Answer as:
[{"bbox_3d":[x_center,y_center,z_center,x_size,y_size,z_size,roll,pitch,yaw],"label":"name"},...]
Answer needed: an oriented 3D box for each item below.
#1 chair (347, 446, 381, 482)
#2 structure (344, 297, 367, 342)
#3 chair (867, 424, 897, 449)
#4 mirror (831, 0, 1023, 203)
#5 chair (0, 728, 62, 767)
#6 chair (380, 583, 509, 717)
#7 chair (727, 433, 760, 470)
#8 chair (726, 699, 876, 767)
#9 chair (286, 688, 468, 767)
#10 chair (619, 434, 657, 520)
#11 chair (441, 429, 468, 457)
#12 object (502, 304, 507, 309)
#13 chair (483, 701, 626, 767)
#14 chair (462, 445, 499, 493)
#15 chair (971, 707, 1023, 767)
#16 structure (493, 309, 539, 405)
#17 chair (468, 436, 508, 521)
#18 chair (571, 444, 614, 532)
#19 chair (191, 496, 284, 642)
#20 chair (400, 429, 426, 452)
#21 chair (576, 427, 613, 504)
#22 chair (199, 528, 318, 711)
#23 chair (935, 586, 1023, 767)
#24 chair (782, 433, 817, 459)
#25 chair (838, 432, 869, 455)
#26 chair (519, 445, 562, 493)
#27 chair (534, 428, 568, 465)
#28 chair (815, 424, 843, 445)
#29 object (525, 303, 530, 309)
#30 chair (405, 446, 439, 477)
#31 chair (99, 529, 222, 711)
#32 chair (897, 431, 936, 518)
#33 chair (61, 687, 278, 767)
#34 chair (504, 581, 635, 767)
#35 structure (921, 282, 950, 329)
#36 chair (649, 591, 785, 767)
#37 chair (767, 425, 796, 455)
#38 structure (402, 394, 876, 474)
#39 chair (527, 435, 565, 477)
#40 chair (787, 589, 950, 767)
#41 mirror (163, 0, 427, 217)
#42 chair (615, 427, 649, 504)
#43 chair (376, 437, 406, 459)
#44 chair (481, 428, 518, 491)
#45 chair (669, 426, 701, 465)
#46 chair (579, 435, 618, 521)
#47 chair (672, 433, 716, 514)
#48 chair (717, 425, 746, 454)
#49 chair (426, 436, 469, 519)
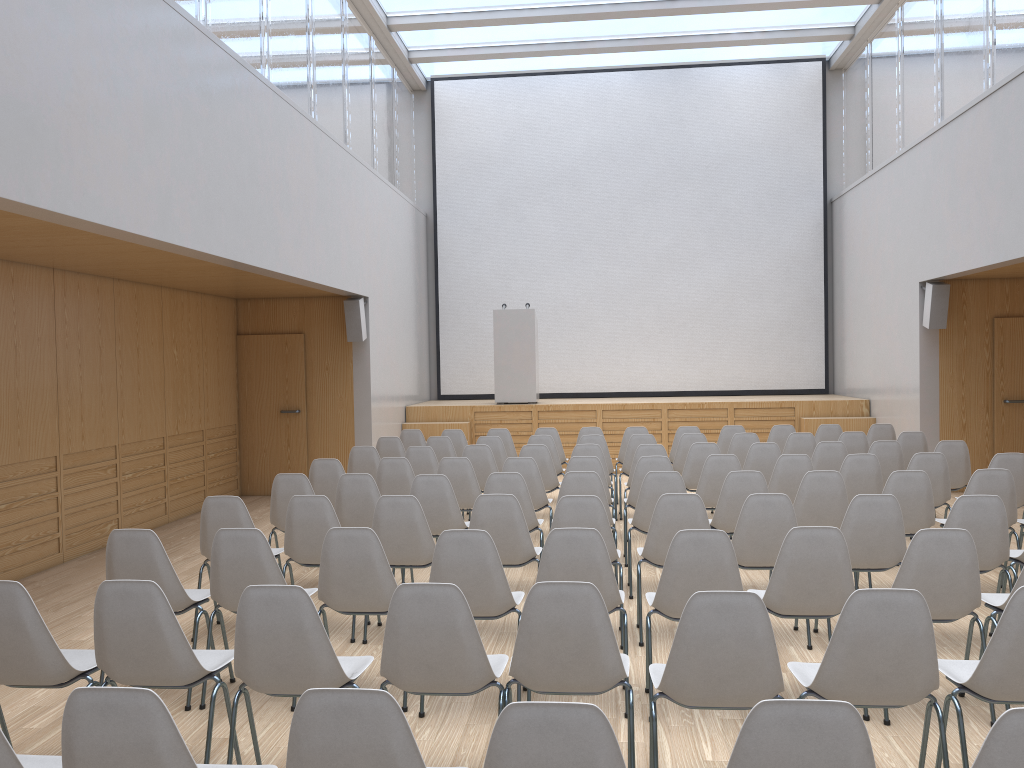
[{"bbox_3d":[-1.340,1.003,8.453,0.479,0.876,0.505,-1,2,6],"label":"chair"},{"bbox_3d":[-1.907,-0.786,10.836,0.196,0.542,0.368,-1,2,6],"label":"structure"},{"bbox_3d":[4.058,0.862,9.905,0.479,0.876,0.505,-1,2,6],"label":"chair"},{"bbox_3d":[4.309,-3.699,5.238,0.253,2.090,17.825,-1,1,6],"label":"mirror"},{"bbox_3d":[-1.394,1.157,2.442,0.479,0.876,0.505,-1,2,6],"label":"chair"},{"bbox_3d":[-0.257,1.113,3.304,0.479,0.876,0.505,-1,2,6],"label":"chair"},{"bbox_3d":[2.354,0.916,9.071,0.479,0.876,0.505,-1,2,6],"label":"chair"},{"bbox_3d":[0.676,1.123,2.207,0.479,0.876,0.505,-1,2,6],"label":"chair"},{"bbox_3d":[-0.352,1.140,2.328,0.479,0.876,0.505,-1,2,6],"label":"chair"},{"bbox_3d":[1.344,0.933,9.171,0.479,0.876,0.505,-1,2,6],"label":"chair"},{"bbox_3d":[-0.638,0.943,10.292,0.479,0.876,0.505,-1,2,6],"label":"chair"},{"bbox_3d":[-0.105,-1.039,13.061,0.166,0.305,0.252,-2,2,-22],"label":"object"},{"bbox_3d":[0.122,1.133,2.221,0.479,0.876,0.505,-1,2,6],"label":"chair"},{"bbox_3d":[-0.285,0.985,8.358,0.479,0.876,0.505,-1,2,6],"label":"chair"},{"bbox_3d":[1.184,1.115,2.136,0.479,0.876,0.505,-1,2,6],"label":"chair"},{"bbox_3d":[0.069,-0.401,13.128,0.605,1.379,0.605,-1,2,6],"label":"structure"},{"bbox_3d":[-0.199,0.960,9.285,0.479,0.876,0.505,-1,2,6],"label":"chair"},{"bbox_3d":[0.710,0.970,8.230,0.479,0.876,0.505,-1,2,6],"label":"chair"},{"bbox_3d":[-1.661,1.086,5.453,0.479,0.876,0.505,-1,2,6],"label":"chair"},{"bbox_3d":[-1.121,0.949,10.422,0.479,0.876,0.505,-1,2,6],"label":"chair"},{"bbox_3d":[0.921,0.914,10.246,0.479,0.876,0.505,-1,2,6],"label":"chair"},{"bbox_3d":[-1.244,1.104,4.407,0.479,0.876,0.505,-1,2,6],"label":"chair"},{"bbox_3d":[1.776,1.079,3.120,0.479,0.876,0.505,-1,2,6],"label":"chair"},{"bbox_3d":[2.879,0.909,8.977,0.479,0.876,0.505,-1,2,6],"label":"chair"},{"bbox_3d":[3.392,0.899,8.985,0.479,0.876,0.505,-1,2,6],"label":"chair"},{"bbox_3d":[0.236,0.978,8.258,0.479,0.876,0.505,-1,2,6],"label":"chair"},{"bbox_3d":[0.421,0.923,10.268,0.479,0.876,0.505,-1,2,6],"label":"chair"},{"bbox_3d":[3.519,0.871,9.987,0.479,0.876,0.505,-1,2,6],"label":"chair"},{"bbox_3d":[0.241,-1.045,13.027,0.166,0.305,0.252,-2,2,-22],"label":"object"},{"bbox_3d":[-0.808,0.996,8.341,0.479,0.876,0.505,-1,2,6],"label":"chair"},{"bbox_3d":[-1.756,1.113,4.439,0.479,0.876,0.505,-1,2,6],"label":"chair"},{"bbox_3d":[3.922,0.891,8.873,0.479,0.876,0.505,-1,2,6],"label":"chair"},{"bbox_3d":[-0.914,1.150,2.365,0.479,0.876,0.505,-1,2,6],"label":"chair"},{"bbox_3d":[0.211,1.105,3.286,0.479,0.876,0.505,-1,2,6],"label":"chair"},{"bbox_3d":[4.852,-0.899,10.161,0.196,0.542,0.368,-1,2,6],"label":"structure"},{"bbox_3d":[0.723,1.099,3.124,0.479,0.876,0.505,-1,2,6],"label":"chair"},{"bbox_3d":[3.014,0.880,10.009,0.479,0.876,0.505,-1,2,6],"label":"chair"},{"bbox_3d":[1.774,0.768,13.215,6.552,1.027,2.728,-1,1,6],"label":"structure"},{"bbox_3d":[0.326,0.950,9.291,0.479,0.876,0.505,-1,2,6],"label":"chair"},{"bbox_3d":[1.239,1.089,3.114,0.479,0.876,0.505,-1,2,6],"label":"chair"},{"bbox_3d":[-2.448,-3.585,5.913,0.253,2.090,17.825,-1,1,6],"label":"mirror"},{"bbox_3d":[1.420,0.907,10.149,0.479,0.876,0.505,-1,2,6],"label":"chair"},{"bbox_3d":[-1.243,0.976,9.458,0.479,0.876,0.505,-1,2,6],"label":"chair"},{"bbox_3d":[-0.119,0.934,10.281,0.479,0.876,0.505,-1,2,6],"label":"chair"},{"bbox_3d":[1.984,0.898,10.071,0.479,0.876,0.505,-1,2,6],"label":"chair"},{"bbox_3d":[0.842,0.943,9.181,0.479,0.876,0.505,-1,2,6],"label":"chair"},{"bbox_3d":[1.850,0.924,9.149,0.479,0.876,0.505,-1,2,6],"label":"chair"},{"bbox_3d":[2.482,0.888,10.081,0.479,0.876,0.505,-1,2,6],"label":"chair"},{"bbox_3d":[-0.720,0.968,9.378,0.479,0.876,0.505,-1,2,6],"label":"chair"}]
